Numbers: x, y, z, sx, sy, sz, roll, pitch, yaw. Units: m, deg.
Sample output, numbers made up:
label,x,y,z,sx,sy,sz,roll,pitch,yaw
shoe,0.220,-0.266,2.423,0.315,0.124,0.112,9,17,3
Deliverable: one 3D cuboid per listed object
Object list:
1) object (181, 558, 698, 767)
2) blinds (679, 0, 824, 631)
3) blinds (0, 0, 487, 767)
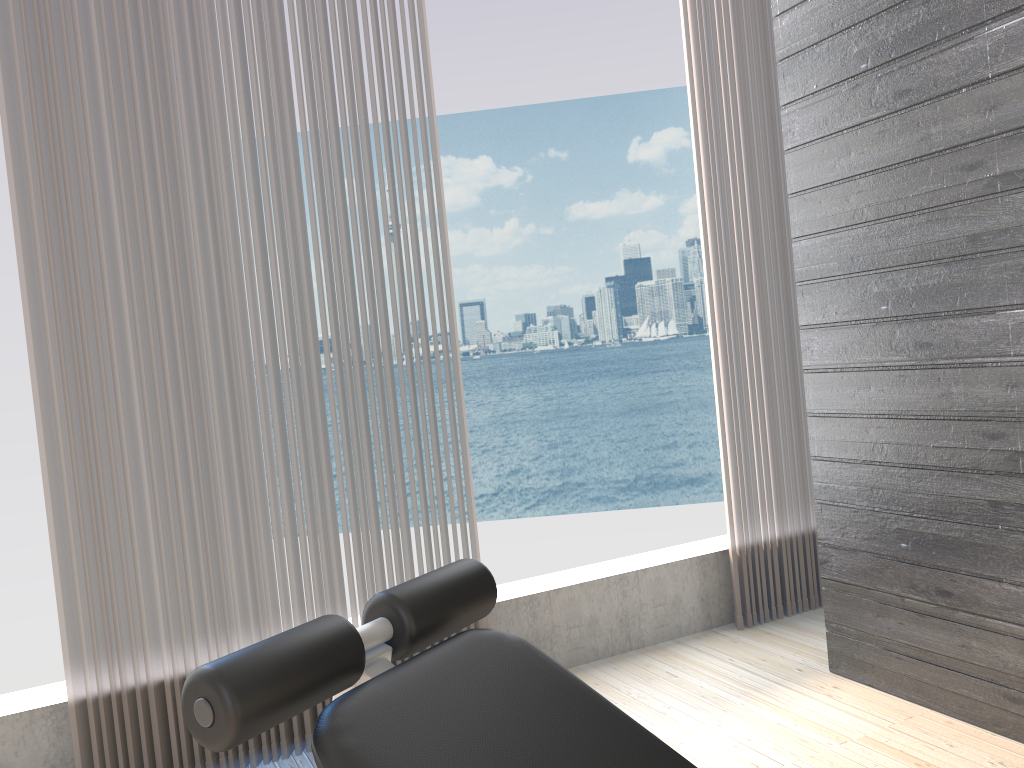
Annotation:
label,x,y,z,sx,sy,sz,roll,pitch,yaw
object,0.220,0.593,0.785,1.312,0.746,0.505,-4,2,34
blinds,1.138,-0.579,3.253,1.133,2.744,0.069,-6,2,-26
blinds,-0.685,-0.372,2.375,1.133,2.744,0.069,-6,2,-26
